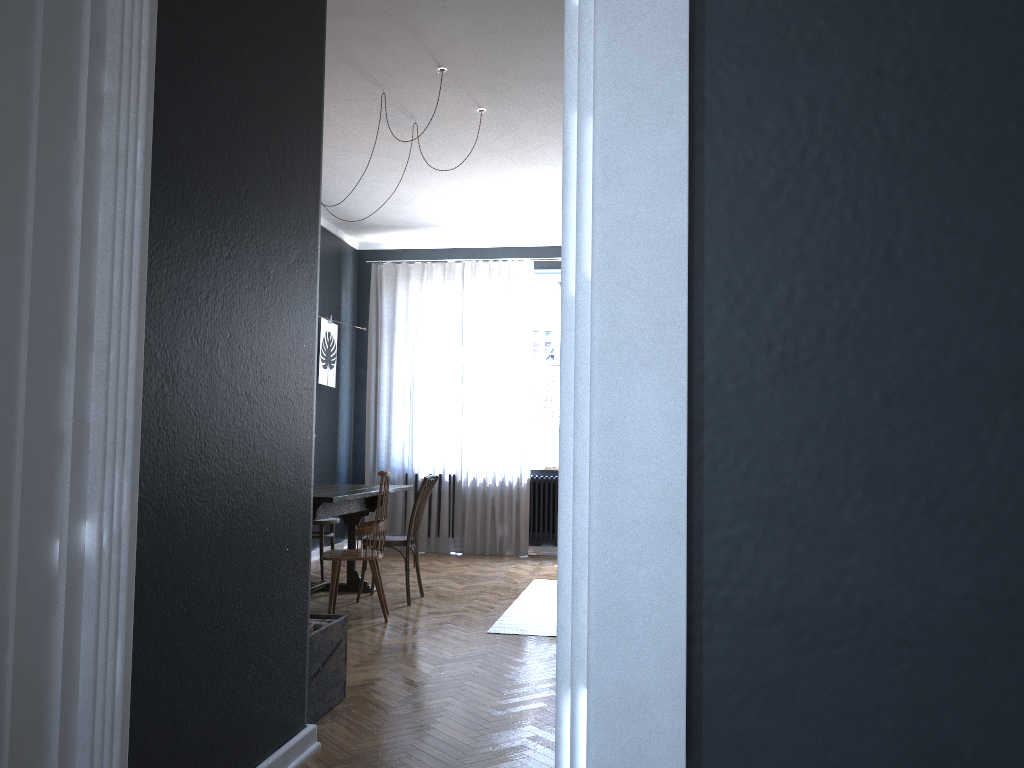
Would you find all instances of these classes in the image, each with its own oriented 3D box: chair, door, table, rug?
[{"bbox_3d":[-0.745,0.997,5.787,0.467,0.819,0.363,0,-3,9],"label":"chair"},{"bbox_3d":[-1.563,0.994,6.614,0.549,0.920,0.438,1,-3,6],"label":"chair"},{"bbox_3d":[-0.954,-0.012,1.378,0.162,2.185,0.857,0,-3,9],"label":"door"},{"bbox_3d":[-1.381,1.017,5.541,1.126,0.727,1.606,0,-4,9],"label":"table"},{"bbox_3d":[-0.900,0.935,5.152,0.384,0.856,0.456,1,-3,-6],"label":"chair"},{"bbox_3d":[0.510,1.420,5.686,1.003,0.013,2.013,0,-4,9],"label":"rug"}]

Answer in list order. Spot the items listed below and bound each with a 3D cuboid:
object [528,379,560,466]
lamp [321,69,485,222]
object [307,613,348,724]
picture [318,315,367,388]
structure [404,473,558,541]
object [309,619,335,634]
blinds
[{"bbox_3d":[0.310,0.370,8.420,0.514,0.809,0.599,2,-4,-17],"label":"object"},{"bbox_3d":[-0.799,-0.842,5.372,1.591,1.573,0.583,-2,-5,40],"label":"lamp"},{"bbox_3d":[-0.884,1.058,3.269,0.383,0.326,0.553,0,-4,9],"label":"object"},{"bbox_3d":[-1.798,-0.341,6.557,0.058,0.770,4.461,0,-4,9],"label":"picture"},{"bbox_3d":[-0.146,1.162,8.418,1.846,0.600,0.216,0,-3,9],"label":"structure"},{"bbox_3d":[-0.887,0.982,3.274,0.370,0.246,0.533,0,-4,9],"label":"object"},{"bbox_3d":[0.545,0.208,8.302,3.992,2.786,0.312,0,-3,9],"label":"blinds"}]
